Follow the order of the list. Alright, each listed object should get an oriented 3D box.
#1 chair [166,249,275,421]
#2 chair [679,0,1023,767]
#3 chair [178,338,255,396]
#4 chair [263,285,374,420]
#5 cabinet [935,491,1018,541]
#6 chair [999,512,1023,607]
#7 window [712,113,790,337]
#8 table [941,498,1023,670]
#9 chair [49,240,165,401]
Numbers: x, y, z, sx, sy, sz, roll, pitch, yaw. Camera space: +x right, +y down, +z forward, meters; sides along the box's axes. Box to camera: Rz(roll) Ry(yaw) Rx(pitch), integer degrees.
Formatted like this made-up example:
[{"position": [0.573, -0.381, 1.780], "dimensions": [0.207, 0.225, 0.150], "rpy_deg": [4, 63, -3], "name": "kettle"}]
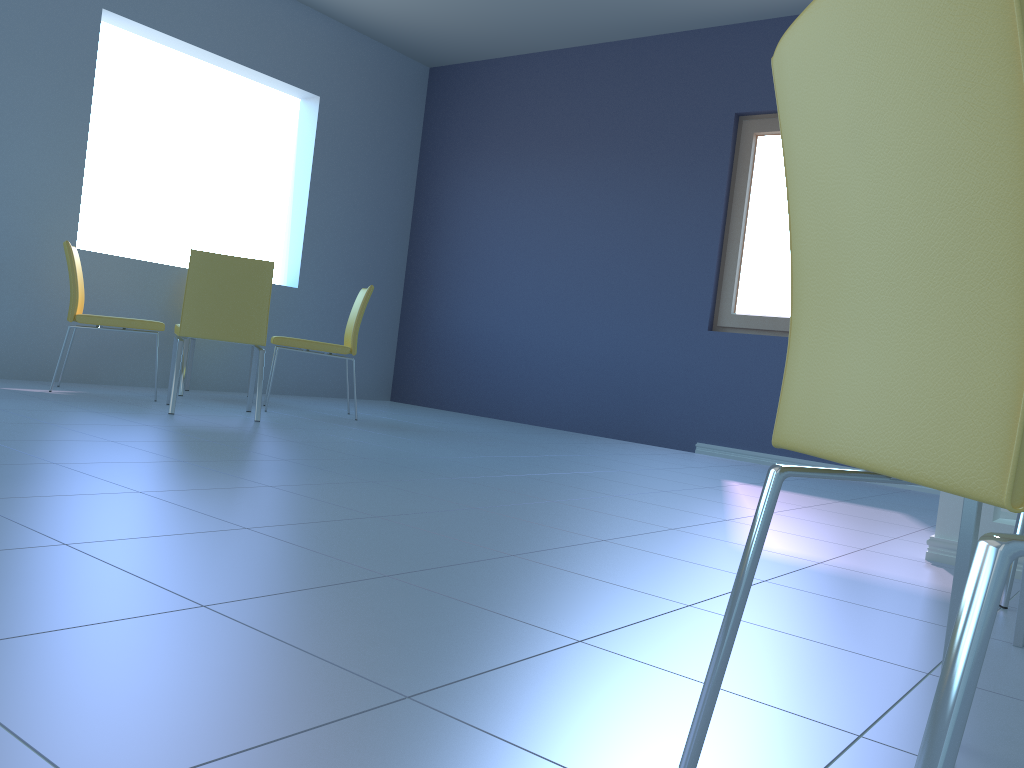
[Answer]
[{"position": [-1.306, -0.218, 3.981], "dimensions": [0.387, 0.695, 0.484], "rpy_deg": [6, 1, -22], "name": "chair"}, {"position": [0.438, 0.064, 0.698], "dimensions": [0.484, 0.695, 0.387], "rpy_deg": [7, 1, -5], "name": "chair"}, {"position": [-1.626, -0.278, 5.013], "dimensions": [0.387, 0.695, 0.484], "rpy_deg": [7, 1, -17], "name": "chair"}, {"position": [-1.013, -0.195, 4.659], "dimensions": [0.484, 0.699, 0.387], "rpy_deg": [7, 1, -17], "name": "chair"}, {"position": [2.531, 0.229, 2.674], "dimensions": [2.139, 0.800, 2.200], "rpy_deg": [8, 2, 37], "name": "cabinet"}, {"position": [1.295, 0.148, 1.652], "dimensions": [0.484, 0.695, 0.387], "rpy_deg": [7, 1, 1], "name": "chair"}, {"position": [1.831, -0.852, 4.733], "dimensions": [1.475, 1.263, 0.142], "rpy_deg": [8, 2, 37], "name": "window"}, {"position": [1.187, 0.208, 0.939], "dimensions": [1.173, 0.590, 0.730], "rpy_deg": [8, 2, 37], "name": "table"}, {"position": [-1.950, -0.303, 4.318], "dimensions": [0.484, 0.695, 0.387], "rpy_deg": [6, 1, -22], "name": "chair"}]
